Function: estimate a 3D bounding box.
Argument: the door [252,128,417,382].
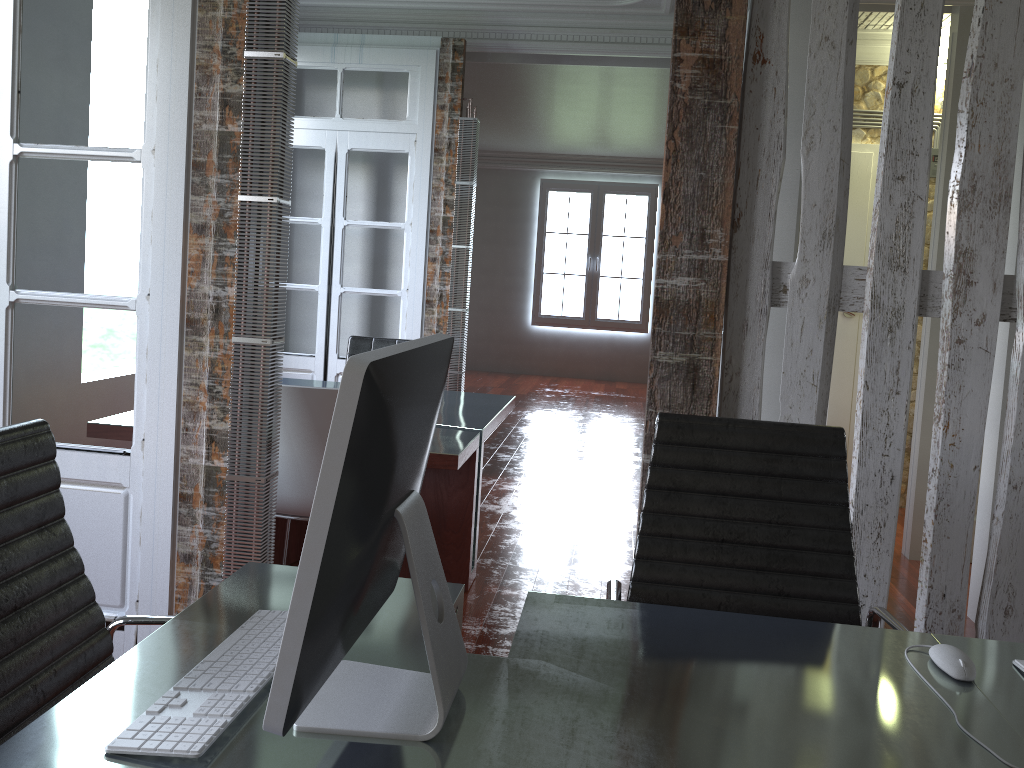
[{"bbox_3d":[-1.181,-0.543,5.742,1.161,2.174,0.041,4,4,7],"label":"door"}]

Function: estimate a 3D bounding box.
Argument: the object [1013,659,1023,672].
[{"bbox_3d":[1.026,0.471,1.361,0.439,0.017,0.119,4,7,7],"label":"object"}]

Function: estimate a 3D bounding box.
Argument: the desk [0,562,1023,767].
[{"bbox_3d":[0.630,0.871,0.934,2.508,0.725,1.306,4,6,7],"label":"desk"}]

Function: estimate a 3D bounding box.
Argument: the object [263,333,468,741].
[{"bbox_3d":[-0.154,0.187,1.161,0.190,0.483,0.486,4,5,7],"label":"object"}]

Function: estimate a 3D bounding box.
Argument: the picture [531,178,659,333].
[{"bbox_3d":[1.103,-1.722,11.888,1.580,1.981,0.127,4,4,7],"label":"picture"}]

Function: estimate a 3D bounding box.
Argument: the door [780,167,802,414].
[{"bbox_3d":[1.038,-0.320,5.039,0.481,2.174,1.193,2,5,-19],"label":"door"}]

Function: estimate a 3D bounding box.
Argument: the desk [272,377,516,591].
[{"bbox_3d":[-0.823,0.430,4.168,1.446,0.651,1.720,4,6,7],"label":"desk"}]

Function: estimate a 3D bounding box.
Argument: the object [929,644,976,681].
[{"bbox_3d":[0.703,0.439,1.408,0.059,0.028,0.107,4,7,6],"label":"object"}]

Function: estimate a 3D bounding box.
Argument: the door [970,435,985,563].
[{"bbox_3d":[2.733,-0.095,4.450,1.077,2.078,0.041,4,4,7],"label":"door"}]

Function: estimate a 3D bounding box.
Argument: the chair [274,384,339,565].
[{"bbox_3d":[-0.709,0.426,3.194,0.475,0.916,0.604,4,5,7],"label":"chair"}]

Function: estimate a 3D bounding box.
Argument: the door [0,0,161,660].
[{"bbox_3d":[-1.569,-0.198,2.660,1.161,2.174,0.041,4,4,7],"label":"door"}]

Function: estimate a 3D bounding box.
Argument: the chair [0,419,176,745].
[{"bbox_3d":[-0.569,0.607,1.318,0.699,1.019,0.667,4,5,11],"label":"chair"}]

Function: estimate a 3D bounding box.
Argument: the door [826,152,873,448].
[{"bbox_3d":[1.777,-0.382,5.681,0.869,2.210,0.146,4,4,7],"label":"door"}]

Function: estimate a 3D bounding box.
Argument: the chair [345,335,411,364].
[{"bbox_3d":[-0.800,0.218,4.887,0.475,0.916,0.604,4,5,7],"label":"chair"}]

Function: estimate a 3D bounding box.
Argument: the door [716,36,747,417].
[{"bbox_3d":[0.765,-0.120,3.213,0.041,2.171,1.061,4,4,7],"label":"door"}]

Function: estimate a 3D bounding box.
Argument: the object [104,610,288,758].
[{"bbox_3d":[-0.385,0.398,1.228,0.118,0.017,0.441,4,7,7],"label":"object"}]

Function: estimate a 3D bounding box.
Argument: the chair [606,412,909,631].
[{"bbox_3d":[0.452,0.618,1.762,0.665,1.019,0.702,4,5,1],"label":"chair"}]
